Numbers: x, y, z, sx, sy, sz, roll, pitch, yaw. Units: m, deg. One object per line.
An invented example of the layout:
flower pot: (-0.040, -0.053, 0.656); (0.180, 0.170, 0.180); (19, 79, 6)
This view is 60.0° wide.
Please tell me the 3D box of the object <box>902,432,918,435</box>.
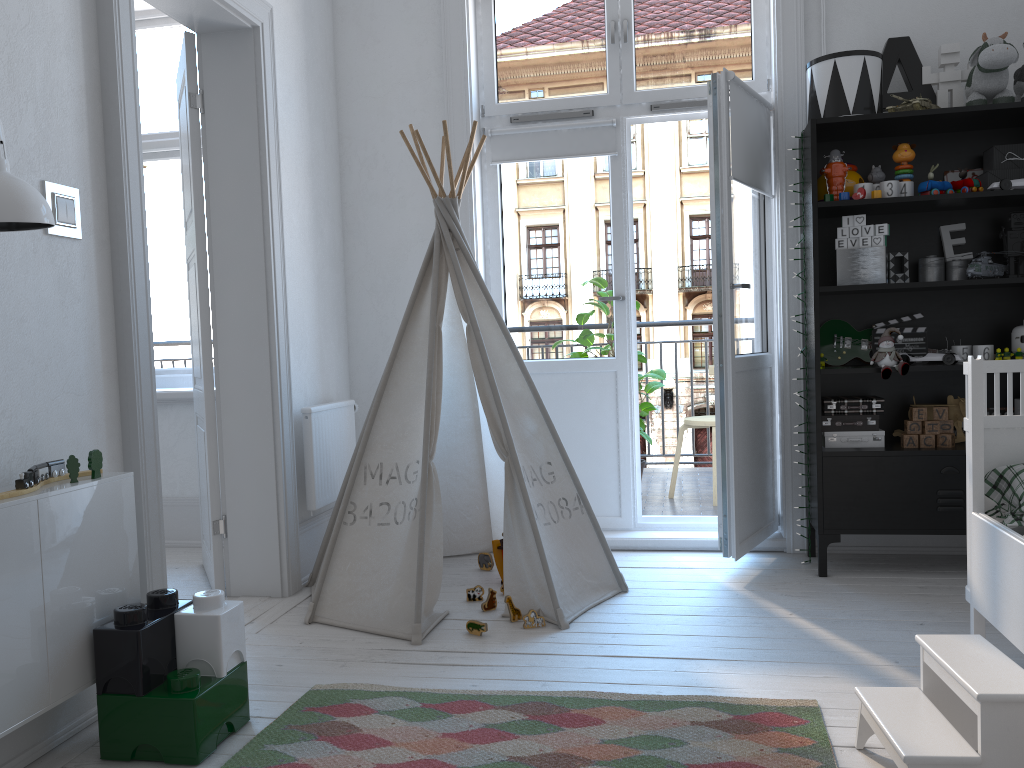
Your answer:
object: (1.501, 0.208, 3.343); (0.050, 0.050, 0.050); (-2, 3, 11)

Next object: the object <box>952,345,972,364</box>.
object: (1.669, -0.109, 3.292); (0.067, 0.067, 0.067); (-1, 3, 25)

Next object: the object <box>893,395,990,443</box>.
object: (1.641, 0.135, 3.391); (0.337, 0.186, 0.111); (-1, 3, 26)

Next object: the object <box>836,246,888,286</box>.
object: (1.303, -0.434, 3.300); (0.170, 0.138, 0.124); (-1, 3, 26)

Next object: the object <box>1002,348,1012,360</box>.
object: (1.796, -0.104, 3.219); (0.042, 0.054, 0.031); (-2, 3, 11)

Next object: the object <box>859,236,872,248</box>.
object: (1.299, -0.519, 3.256); (0.040, 0.040, 0.040); (-1, 3, 26)

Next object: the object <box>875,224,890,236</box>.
object: (1.349, -0.560, 3.228); (0.040, 0.040, 0.040); (0, 3, 36)

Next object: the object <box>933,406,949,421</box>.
object: (1.587, 0.108, 3.278); (0.050, 0.050, 0.050); (0, 3, 31)

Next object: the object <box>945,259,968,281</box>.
object: (1.688, -0.426, 3.298); (0.078, 0.091, 0.246); (-2, 3, 6)

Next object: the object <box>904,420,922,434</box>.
object: (1.495, 0.160, 3.306); (0.050, 0.050, 0.050); (-2, 3, 11)

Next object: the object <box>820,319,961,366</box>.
object: (1.467, -0.142, 3.470); (0.542, 0.239, 0.093); (-2, 3, 12)

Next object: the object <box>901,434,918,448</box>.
object: (1.475, 0.211, 3.292); (0.050, 0.050, 0.050); (-2, 3, 11)

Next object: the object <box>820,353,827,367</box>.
object: (1.203, -0.092, 3.446); (0.042, 0.054, 0.031); (-1, 3, 21)

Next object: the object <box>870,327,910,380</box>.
object: (1.362, -0.111, 3.194); (0.110, 0.186, 0.129); (-2, 3, -2)

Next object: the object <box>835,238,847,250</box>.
object: (1.224, -0.518, 3.293); (0.040, 0.040, 0.040); (-1, 3, 26)

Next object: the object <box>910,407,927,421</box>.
object: (1.509, 0.111, 3.292); (0.050, 0.050, 0.050); (-2, 3, 11)

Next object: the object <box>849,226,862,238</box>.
object: (1.268, -0.559, 3.268); (0.040, 0.040, 0.040); (0, 3, 31)

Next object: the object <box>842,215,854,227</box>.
object: (1.241, -0.599, 3.279); (0.040, 0.040, 0.040); (-1, 3, 16)

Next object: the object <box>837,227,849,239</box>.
object: (1.228, -0.558, 3.288); (0.040, 0.040, 0.040); (-1, 3, 21)

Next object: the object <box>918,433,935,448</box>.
object: (1.533, 0.210, 3.281); (0.050, 0.050, 0.050); (-1, 3, 16)

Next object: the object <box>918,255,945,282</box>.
object: (1.607, -0.435, 3.399); (0.095, 0.111, 0.095); (-1, 3, 16)

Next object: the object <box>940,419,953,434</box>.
object: (1.604, 0.157, 3.291); (0.050, 0.050, 0.050); (-2, 3, 11)

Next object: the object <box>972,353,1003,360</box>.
object: (1.793, -0.101, 3.380); (0.163, 0.034, 0.069); (-2, 3, 11)

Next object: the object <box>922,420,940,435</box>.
object: (1.546, 0.160, 3.275); (0.050, 0.050, 0.050); (-2, 3, 11)

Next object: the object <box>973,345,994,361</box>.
object: (1.719, -0.108, 3.234); (0.067, 0.067, 0.067); (-1, 3, 25)

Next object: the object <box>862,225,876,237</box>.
object: (1.309, -0.560, 3.248); (0.040, 0.040, 0.040); (0, 4, 41)

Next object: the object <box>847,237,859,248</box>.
object: (1.262, -0.519, 3.283); (0.040, 0.040, 0.040); (-1, 3, 16)

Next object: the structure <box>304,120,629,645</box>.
structure: (-0.217, -0.101, 3.248); (1.143, 1.750, 1.143); (-3, 3, -13)

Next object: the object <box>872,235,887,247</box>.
object: (1.340, -0.520, 3.236); (0.040, 0.040, 0.040); (0, 4, 41)

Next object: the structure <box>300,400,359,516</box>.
structure: (-0.722, 0.304, 3.695); (0.075, 0.460, 0.635); (-2, 3, 8)

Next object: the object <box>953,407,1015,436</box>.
object: (1.809, 0.155, 3.450); (0.347, 0.120, 0.034); (-2, 3, 11)

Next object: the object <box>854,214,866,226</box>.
object: (1.279, -0.600, 3.260); (0.040, 0.040, 0.040); (-1, 3, 21)

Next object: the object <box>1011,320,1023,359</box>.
object: (1.909, -0.157, 3.246); (0.139, 0.162, 0.139); (-3, 3, -14)

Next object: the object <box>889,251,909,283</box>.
object: (1.506, -0.446, 3.453); (0.070, 0.135, 0.028); (-2, 3, 11)

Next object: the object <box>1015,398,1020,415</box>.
object: (1.952, 0.121, 3.239); (0.132, 0.199, 0.267); (-2, 3, 11)

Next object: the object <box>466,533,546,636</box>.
object: (0.028, 0.620, 3.153); (0.385, 0.284, 0.856); (-2, 3, 3)

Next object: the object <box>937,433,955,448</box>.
object: (1.599, 0.208, 3.267); (0.050, 0.050, 0.050); (0, 4, 41)

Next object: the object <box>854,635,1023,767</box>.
object: (0.869, 0.671, 1.758); (0.288, 0.246, 0.332); (-2, 3, 6)

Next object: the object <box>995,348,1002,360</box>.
object: (1.744, -0.100, 3.176); (0.042, 0.054, 0.031); (-4, 3, -29)

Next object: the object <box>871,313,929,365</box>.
object: (1.501, -0.173, 3.434); (0.201, 0.199, 0.048); (-2, 3, 11)

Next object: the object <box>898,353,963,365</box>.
object: (1.539, -0.094, 3.279); (0.230, 0.048, 0.098); (0, 3, 36)

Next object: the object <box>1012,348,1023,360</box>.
object: (1.820, -0.103, 3.184); (0.031, 0.054, 0.042); (-4, 3, -34)
